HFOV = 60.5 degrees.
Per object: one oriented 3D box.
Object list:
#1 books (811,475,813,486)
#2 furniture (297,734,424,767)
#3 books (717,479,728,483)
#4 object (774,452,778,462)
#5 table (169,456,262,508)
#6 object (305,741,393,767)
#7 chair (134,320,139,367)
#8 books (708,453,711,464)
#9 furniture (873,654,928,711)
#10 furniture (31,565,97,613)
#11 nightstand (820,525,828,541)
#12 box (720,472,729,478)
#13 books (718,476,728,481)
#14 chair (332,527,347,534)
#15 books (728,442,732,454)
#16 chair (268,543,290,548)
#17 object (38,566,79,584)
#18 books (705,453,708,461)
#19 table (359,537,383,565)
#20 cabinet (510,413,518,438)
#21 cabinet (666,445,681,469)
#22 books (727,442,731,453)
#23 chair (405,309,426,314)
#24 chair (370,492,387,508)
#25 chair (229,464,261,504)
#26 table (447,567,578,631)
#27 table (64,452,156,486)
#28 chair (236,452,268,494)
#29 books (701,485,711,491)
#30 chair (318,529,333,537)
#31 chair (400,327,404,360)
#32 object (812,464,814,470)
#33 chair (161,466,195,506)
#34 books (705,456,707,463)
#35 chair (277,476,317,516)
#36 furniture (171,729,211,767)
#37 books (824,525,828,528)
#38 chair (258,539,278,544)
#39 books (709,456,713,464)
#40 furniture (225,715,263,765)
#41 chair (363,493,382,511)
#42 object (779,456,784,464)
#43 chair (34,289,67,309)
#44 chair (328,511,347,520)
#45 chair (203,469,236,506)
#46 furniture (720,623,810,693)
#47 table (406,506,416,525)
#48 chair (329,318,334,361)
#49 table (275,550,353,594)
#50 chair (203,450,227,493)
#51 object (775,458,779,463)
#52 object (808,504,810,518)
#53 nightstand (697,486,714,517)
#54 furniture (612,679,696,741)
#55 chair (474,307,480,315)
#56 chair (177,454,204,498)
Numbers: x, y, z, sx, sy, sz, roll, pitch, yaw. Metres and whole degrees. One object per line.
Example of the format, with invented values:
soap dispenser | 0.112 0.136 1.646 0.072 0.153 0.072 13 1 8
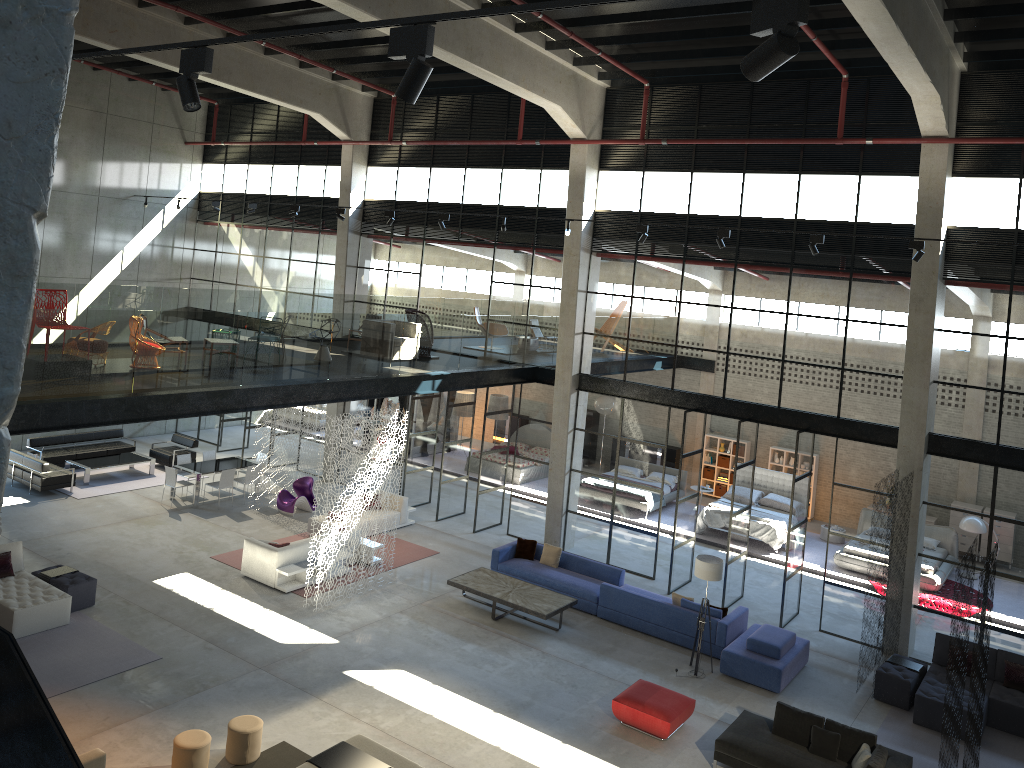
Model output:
books | 8.024 2.562 23.373 0.020 0.288 0.252 5 2 34
furniture | -1.649 4.419 9.238 1.460 0.398 1.534 10 8 34
books | 5.982 2.714 24.771 0.311 0.055 0.229 10 9 34
object | 7.228 2.006 24.000 0.094 0.262 0.095 5 0 -5
table | -6.863 2.254 20.398 0.908 0.756 1.799 8 7 34
object | -1.514 4.241 9.414 1.485 0.087 0.534 11 9 34
chair | -5.750 -0.657 13.797 0.569 0.796 0.592 5 2 0
books | 5.631 2.120 25.016 0.049 0.287 0.184 5 1 34
furniture | 5.969 4.550 13.462 0.513 0.455 0.957 9 7 39
furniture | -7.130 3.244 13.937 0.966 0.455 0.508 9 5 29
nightstand | 7.810 3.657 21.362 0.584 0.299 0.479 9 6 31
box | 6.005 2.575 24.790 0.215 0.109 0.131 9 6 34
books | 5.987 2.658 24.772 0.284 0.055 0.229 10 9 34
chair | -3.386 2.909 16.810 0.270 0.322 0.395 7 5 36
books | 6.188 1.790 24.705 0.088 0.320 0.252 5 2 34
chair | -4.174 2.983 15.750 0.401 0.336 0.284 5 3 -10
object | -7.235 3.040 14.009 0.302 0.099 0.518 9 8 29
books | 5.555 2.117 25.075 0.019 0.261 0.174 5 1 34
table | -3.090 3.225 17.276 1.211 0.369 0.299 10 5 34
cabinet | -0.045 1.571 28.867 1.049 1.161 0.447 7 1 34
cabinet | 3.978 2.314 26.157 2.099 1.159 0.447 9 2 34
books | 6.160 1.785 24.724 0.088 0.320 0.252 5 2 34
chair | -2.068 -1.122 19.395 0.688 0.987 0.830 6 3 4
chair | -2.980 2.586 19.509 0.379 0.337 0.255 4 3 -22
chair | -6.190 2.268 20.362 0.549 0.871 0.418 7 1 34
table | -0.021 3.772 15.242 2.081 0.399 1.025 10 8 34
table | -9.736 2.040 21.281 0.908 0.407 1.799 10 8 34
chair | -6.280 2.142 21.241 0.423 0.871 0.543 6 2 34
books | 4.971 2.666 22.491 0.229 0.042 0.302 6 7 8
chair | -3.585 2.920 16.583 0.270 0.318 0.393 6 4 21
chair | -2.435 -0.835 17.569 0.811 0.832 0.980 8 5 34
object | 8.030 2.221 23.451 0.141 0.137 0.143 3 5 -38
chair | -7.435 2.257 19.558 0.423 0.871 0.543 6 2 34
books | 5.566 2.153 25.064 0.017 0.197 0.142 5 2 34
chair | -4.848 2.520 19.878 0.661 0.748 0.794 7 4 34
furniture | -3.594 4.156 9.821 0.399 0.400 0.404 2 5 -41
books | 7.721 3.485 21.458 0.135 0.021 0.192 10 9 34
chair | -4.384 2.949 15.923 0.391 0.272 0.319 6 4 9
books | 5.671 2.167 25.002 0.075 0.204 0.158 6 2 34
furniture | -3.123 4.146 10.234 0.402 0.400 0.401 7 4 24
chair | -3.076 2.602 19.328 0.409 0.335 0.258 4 3 -23
object | 7.331 2.067 23.865 0.099 0.203 0.100 5 1 -28
chair | -6.684 -0.879 12.945 0.666 0.981 0.643 7 2 34
chair | -3.650 2.750 18.365 0.414 0.108 0.410 4 7 -10
chair | -6.585 2.307 19.786 0.549 0.871 0.418 7 1 34
furniture | 4.039 4.219 13.926 0.957 0.554 1.534 9 8 34
table | -2.623 2.922 19.874 0.908 0.369 0.299 10 5 34
chair | -3.661 -0.867 17.055 0.565 0.801 0.607 5 2 1
table | -3.549 3.376 15.813 0.303 0.368 1.567 7 7 34
chair | -7.129 2.092 21.012 0.549 0.871 0.418 7 1 34
object | 7.213 2.079 23.865 0.109 0.157 0.111 3 3 -44
object | 7.826 3.354 23.457 0.326 0.297 0.323 8 5 34
nightstand | 4.835 3.029 22.464 0.602 0.700 0.603 6 3 6
furniture | 1.923 4.411 11.907 0.862 0.376 0.853 10 8 34
chair | -0.504 -1.451 22.824 0.971 1.028 0.798 4 3 -27
chair | -7.524 2.131 20.436 0.549 0.871 0.418 7 1 34
